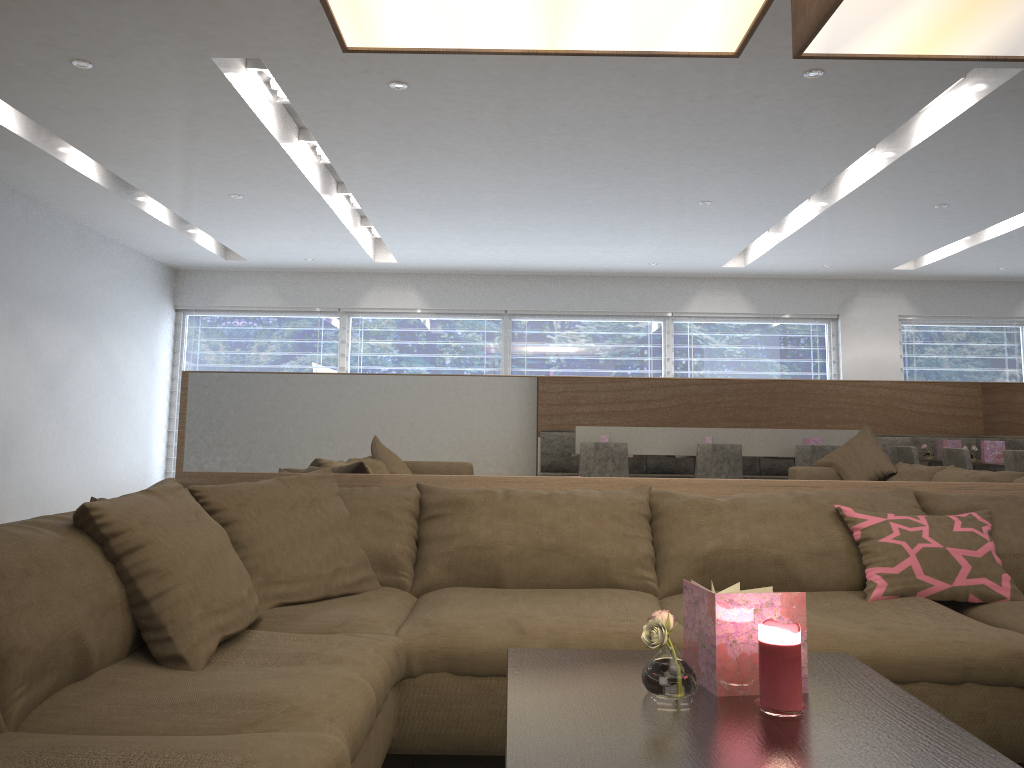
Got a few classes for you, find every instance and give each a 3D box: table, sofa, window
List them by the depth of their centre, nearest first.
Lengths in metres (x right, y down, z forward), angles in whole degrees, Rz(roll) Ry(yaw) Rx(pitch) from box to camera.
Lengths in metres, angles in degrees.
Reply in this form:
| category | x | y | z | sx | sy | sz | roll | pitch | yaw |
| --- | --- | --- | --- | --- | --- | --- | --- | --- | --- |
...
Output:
| category | x | y | z | sx | sy | sz | roll | pitch | yaw |
| --- | --- | --- | --- | --- | --- | --- | --- | --- | --- |
| sofa | 0.796 | 0.568 | 1.182 | 3.765 | 0.682 | 3.155 | 1 | -3 | 0 |
| table | 0.317 | 0.702 | 1.353 | 0.657 | 0.416 | 0.652 | 1 | -4 | 0 |
| window | 5.928 | 0.336 | 9.441 | 3.658 | 2.094 | 0.157 | 1 | -8 | 0 |
| window | -0.071 | 0.253 | 9.448 | 7.100 | 2.094 | 0.157 | 1 | -8 | 0 |

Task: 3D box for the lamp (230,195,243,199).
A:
| category | x | y | z | sx | sy | sz | roll | pitch | yaw |
| --- | --- | --- | --- | --- | --- | --- | --- | --- | --- |
| lamp | -2.005 | -1.363 | 6.440 | 0.088 | 0.007 | 0.088 | 4 | -4 | -45 |

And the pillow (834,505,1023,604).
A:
| category | x | y | z | sx | sy | sz | roll | pitch | yaw |
| --- | --- | --- | --- | --- | --- | --- | --- | --- | --- |
| pillow | 1.143 | 0.467 | 2.420 | 0.463 | 0.255 | 0.179 | 1 | -6 | -4 |

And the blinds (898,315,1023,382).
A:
| category | x | y | z | sx | sy | sz | roll | pitch | yaw |
| --- | --- | --- | --- | --- | --- | --- | --- | --- | --- |
| blinds | 5.938 | 0.304 | 9.340 | 3.649 | 2.064 | 0.045 | 1 | -8 | 0 |

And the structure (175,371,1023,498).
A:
| category | x | y | z | sx | sy | sz | roll | pitch | yaw |
| --- | --- | --- | --- | --- | --- | --- | --- | --- | --- |
| structure | 0.808 | 0.493 | 2.906 | 3.772 | 1.018 | 0.222 | 1 | -7 | 0 |

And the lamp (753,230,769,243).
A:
| category | x | y | z | sx | sy | sz | roll | pitch | yaw |
| --- | --- | --- | --- | --- | --- | --- | --- | --- | --- |
| lamp | 2.224 | -1.409 | 8.290 | 0.226 | 0.102 | 0.484 | 1 | -3 | 0 |

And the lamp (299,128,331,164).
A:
| category | x | y | z | sx | sy | sz | roll | pitch | yaw |
| --- | --- | --- | --- | --- | --- | --- | --- | --- | --- |
| lamp | -1.259 | -1.586 | 5.940 | 0.226 | 0.102 | 0.484 | 1 | -3 | 0 |

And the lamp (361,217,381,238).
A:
| category | x | y | z | sx | sy | sz | roll | pitch | yaw |
| --- | --- | --- | --- | --- | --- | --- | --- | --- | --- |
| lamp | -1.261 | -1.457 | 8.294 | 0.226 | 0.102 | 0.484 | 1 | -3 | 0 |

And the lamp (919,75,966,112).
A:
| category | x | y | z | sx | sy | sz | roll | pitch | yaw |
| --- | --- | --- | --- | --- | --- | --- | --- | --- | --- |
| lamp | 2.227 | -1.600 | 4.804 | 0.226 | 0.102 | 0.484 | 1 | -3 | 0 |

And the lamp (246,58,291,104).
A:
| category | x | y | z | sx | sy | sz | roll | pitch | yaw |
| --- | --- | --- | --- | --- | --- | --- | --- | --- | --- |
| lamp | -1.259 | -1.648 | 4.808 | 0.226 | 0.102 | 0.484 | 1 | -3 | 0 |

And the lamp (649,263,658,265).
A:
| category | x | y | z | sx | sy | sz | roll | pitch | yaw |
| --- | --- | --- | --- | --- | --- | --- | --- | --- | --- |
| lamp | 1.401 | -1.189 | 8.753 | 0.088 | 0.007 | 0.088 | 4 | -4 | -45 |

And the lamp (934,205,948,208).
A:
| category | x | y | z | sx | sy | sz | roll | pitch | yaw |
| --- | --- | --- | --- | --- | --- | --- | --- | --- | --- |
| lamp | 3.121 | -1.293 | 6.434 | 0.088 | 0.007 | 0.088 | 4 | -4 | -45 |

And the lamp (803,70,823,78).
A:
| category | x | y | z | sx | sy | sz | roll | pitch | yaw |
| --- | --- | --- | --- | --- | --- | --- | --- | --- | --- |
| lamp | 1.404 | -1.443 | 4.119 | 0.088 | 0.007 | 0.088 | 4 | -4 | -45 |

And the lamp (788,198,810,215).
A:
| category | x | y | z | sx | sy | sz | roll | pitch | yaw |
| --- | --- | --- | --- | --- | --- | --- | --- | --- | --- |
| lamp | 2.225 | -1.469 | 7.186 | 0.226 | 0.102 | 0.484 | 1 | -3 | 0 |

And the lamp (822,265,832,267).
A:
| category | x | y | z | sx | sy | sz | roll | pitch | yaw |
| --- | --- | --- | --- | --- | --- | --- | --- | --- | --- |
| lamp | 3.120 | -1.165 | 8.751 | 0.088 | 0.007 | 0.088 | 4 | -4 | -45 |

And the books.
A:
| category | x | y | z | sx | sy | sz | roll | pitch | yaw |
| --- | --- | --- | --- | --- | --- | --- | --- | --- | --- |
| books | 0.385 | 0.424 | 1.457 | 0.142 | 0.166 | 0.256 | 5 | -6 | -36 |

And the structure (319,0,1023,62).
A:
| category | x | y | z | sx | sy | sz | roll | pitch | yaw |
| --- | --- | --- | --- | --- | --- | --- | --- | --- | --- |
| structure | 0.730 | -1.307 | 1.367 | 2.441 | 0.624 | 2.428 | 1 | -3 | 0 |

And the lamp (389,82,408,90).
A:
| category | x | y | z | sx | sy | sz | roll | pitch | yaw |
| --- | --- | --- | --- | --- | --- | --- | --- | --- | --- |
| lamp | -0.555 | -1.459 | 4.328 | 0.088 | 0.007 | 0.088 | 4 | -4 | -45 |

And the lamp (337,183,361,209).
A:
| category | x | y | z | sx | sy | sz | roll | pitch | yaw |
| --- | --- | --- | --- | --- | --- | --- | --- | --- | --- |
| lamp | -1.260 | -1.518 | 7.190 | 0.226 | 0.102 | 0.484 | 1 | -3 | 0 |

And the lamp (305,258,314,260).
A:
| category | x | y | z | sx | sy | sz | roll | pitch | yaw |
| --- | --- | --- | --- | --- | --- | --- | --- | --- | --- |
| lamp | -2.006 | -1.236 | 8.757 | 0.088 | 0.007 | 0.088 | 4 | -4 | -45 |

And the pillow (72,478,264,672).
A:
| category | x | y | z | sx | sy | sz | roll | pitch | yaw |
| --- | --- | --- | --- | --- | --- | --- | --- | --- | --- |
| pillow | -0.692 | 0.378 | 1.828 | 0.312 | 0.342 | 0.490 | 1 | -5 | -6 |

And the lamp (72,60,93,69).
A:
| category | x | y | z | sx | sy | sz | roll | pitch | yaw |
| --- | --- | --- | --- | --- | --- | --- | --- | --- | --- |
| lamp | -2.003 | -1.491 | 4.123 | 0.088 | 0.007 | 0.088 | 4 | -4 | -45 |

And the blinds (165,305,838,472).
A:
| category | x | y | z | sx | sy | sz | roll | pitch | yaw |
| --- | --- | --- | --- | --- | --- | --- | --- | --- | --- |
| blinds | -0.082 | 0.221 | 9.347 | 7.095 | 2.064 | 0.045 | 1 | -8 | 0 |

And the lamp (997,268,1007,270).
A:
| category | x | y | z | sx | sy | sz | roll | pitch | yaw |
| --- | --- | --- | --- | --- | --- | --- | --- | --- | --- |
| lamp | 4.850 | -1.142 | 8.749 | 0.088 | 0.007 | 0.088 | 4 | -4 | -45 |

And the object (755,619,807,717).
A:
| category | x | y | z | sx | sy | sz | roll | pitch | yaw |
| --- | --- | --- | --- | --- | --- | --- | --- | --- | --- |
| object | 0.408 | 0.430 | 1.347 | 0.075 | 0.130 | 0.075 | 4 | -7 | -27 |

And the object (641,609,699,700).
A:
| category | x | y | z | sx | sy | sz | roll | pitch | yaw |
| --- | --- | --- | --- | --- | --- | --- | --- | --- | --- |
| object | 0.249 | 0.433 | 1.424 | 0.100 | 0.130 | 0.094 | 3 | -6 | -17 |

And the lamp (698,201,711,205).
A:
| category | x | y | z | sx | sy | sz | roll | pitch | yaw |
| --- | --- | --- | --- | --- | --- | --- | --- | --- | --- |
| lamp | 1.403 | -1.316 | 6.436 | 0.088 | 0.007 | 0.088 | 4 | -4 | -45 |

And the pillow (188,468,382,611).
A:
| category | x | y | z | sx | sy | sz | roll | pitch | yaw |
| --- | --- | --- | --- | --- | --- | --- | --- | --- | --- |
| pillow | -0.583 | 0.408 | 2.310 | 0.297 | 0.360 | 0.499 | -3 | -6 | 32 |

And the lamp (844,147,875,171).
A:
| category | x | y | z | sx | sy | sz | roll | pitch | yaw |
| --- | --- | --- | --- | --- | --- | --- | --- | --- | --- |
| lamp | 2.226 | -1.538 | 5.936 | 0.226 | 0.102 | 0.484 | 1 | -3 | 0 |
